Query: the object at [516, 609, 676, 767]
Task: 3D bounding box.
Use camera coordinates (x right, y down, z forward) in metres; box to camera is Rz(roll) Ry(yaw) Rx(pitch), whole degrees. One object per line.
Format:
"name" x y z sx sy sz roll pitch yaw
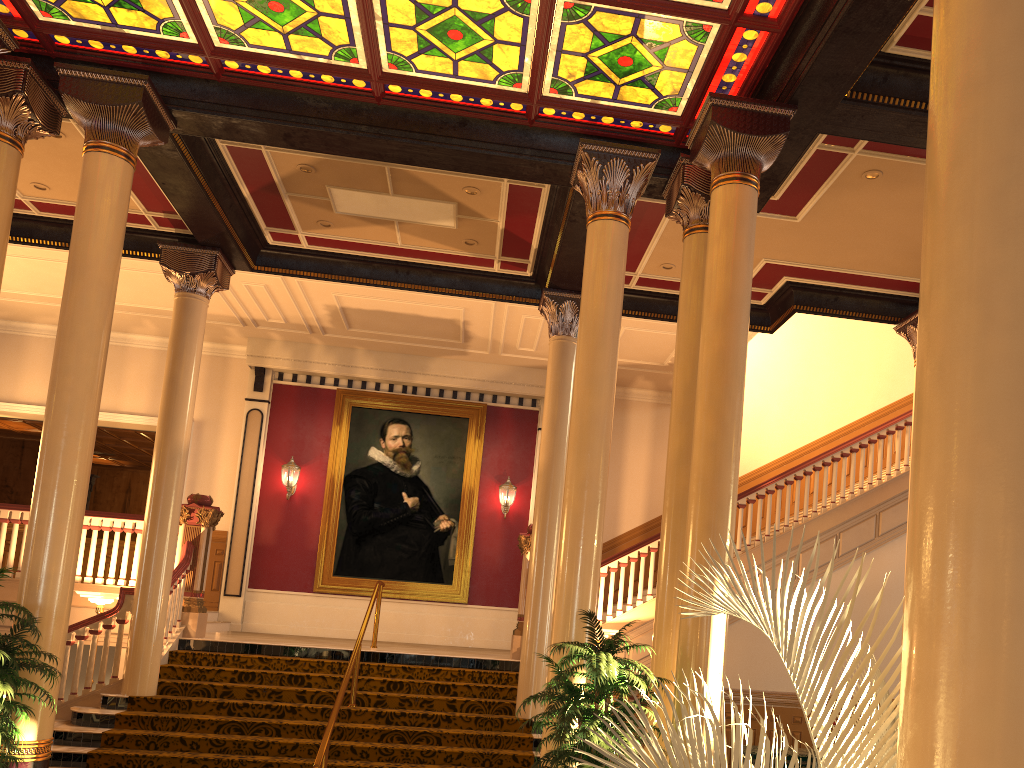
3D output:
"object" 0.565 2.659 6.105 1.039 2.114 1.095 -3 -11 43

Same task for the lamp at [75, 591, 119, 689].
"lamp" -4.788 3.370 9.860 0.601 1.978 0.570 7 -7 -23

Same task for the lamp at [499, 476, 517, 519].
"lamp" -0.087 1.931 14.755 0.321 0.717 0.399 5 -8 -4

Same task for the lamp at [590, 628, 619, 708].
"lamp" 0.967 3.989 10.597 0.569 1.978 0.602 3 -7 13

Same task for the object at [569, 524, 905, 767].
"object" 0.591 1.438 1.815 1.861 2.218 2.047 7 -11 -16

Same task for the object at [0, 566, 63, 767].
"object" -3.548 2.214 5.555 1.108 2.114 1.029 7 -8 -16

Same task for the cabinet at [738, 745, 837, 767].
"cabinet" 2.983 4.342 9.240 1.266 0.853 0.556 6 -9 -6

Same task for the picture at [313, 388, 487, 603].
"picture" -1.855 1.882 14.671 2.571 3.393 0.055 6 -6 -7

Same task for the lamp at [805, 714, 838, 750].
"lamp" 3.375 3.759 9.385 0.323 0.412 0.321 6 -10 -8

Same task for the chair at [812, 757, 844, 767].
"chair" 3.334 4.109 8.390 0.718 0.904 0.625 11 -11 -34

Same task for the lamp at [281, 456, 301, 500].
"lamp" -3.644 1.550 14.304 0.321 0.717 0.399 5 -8 -4
